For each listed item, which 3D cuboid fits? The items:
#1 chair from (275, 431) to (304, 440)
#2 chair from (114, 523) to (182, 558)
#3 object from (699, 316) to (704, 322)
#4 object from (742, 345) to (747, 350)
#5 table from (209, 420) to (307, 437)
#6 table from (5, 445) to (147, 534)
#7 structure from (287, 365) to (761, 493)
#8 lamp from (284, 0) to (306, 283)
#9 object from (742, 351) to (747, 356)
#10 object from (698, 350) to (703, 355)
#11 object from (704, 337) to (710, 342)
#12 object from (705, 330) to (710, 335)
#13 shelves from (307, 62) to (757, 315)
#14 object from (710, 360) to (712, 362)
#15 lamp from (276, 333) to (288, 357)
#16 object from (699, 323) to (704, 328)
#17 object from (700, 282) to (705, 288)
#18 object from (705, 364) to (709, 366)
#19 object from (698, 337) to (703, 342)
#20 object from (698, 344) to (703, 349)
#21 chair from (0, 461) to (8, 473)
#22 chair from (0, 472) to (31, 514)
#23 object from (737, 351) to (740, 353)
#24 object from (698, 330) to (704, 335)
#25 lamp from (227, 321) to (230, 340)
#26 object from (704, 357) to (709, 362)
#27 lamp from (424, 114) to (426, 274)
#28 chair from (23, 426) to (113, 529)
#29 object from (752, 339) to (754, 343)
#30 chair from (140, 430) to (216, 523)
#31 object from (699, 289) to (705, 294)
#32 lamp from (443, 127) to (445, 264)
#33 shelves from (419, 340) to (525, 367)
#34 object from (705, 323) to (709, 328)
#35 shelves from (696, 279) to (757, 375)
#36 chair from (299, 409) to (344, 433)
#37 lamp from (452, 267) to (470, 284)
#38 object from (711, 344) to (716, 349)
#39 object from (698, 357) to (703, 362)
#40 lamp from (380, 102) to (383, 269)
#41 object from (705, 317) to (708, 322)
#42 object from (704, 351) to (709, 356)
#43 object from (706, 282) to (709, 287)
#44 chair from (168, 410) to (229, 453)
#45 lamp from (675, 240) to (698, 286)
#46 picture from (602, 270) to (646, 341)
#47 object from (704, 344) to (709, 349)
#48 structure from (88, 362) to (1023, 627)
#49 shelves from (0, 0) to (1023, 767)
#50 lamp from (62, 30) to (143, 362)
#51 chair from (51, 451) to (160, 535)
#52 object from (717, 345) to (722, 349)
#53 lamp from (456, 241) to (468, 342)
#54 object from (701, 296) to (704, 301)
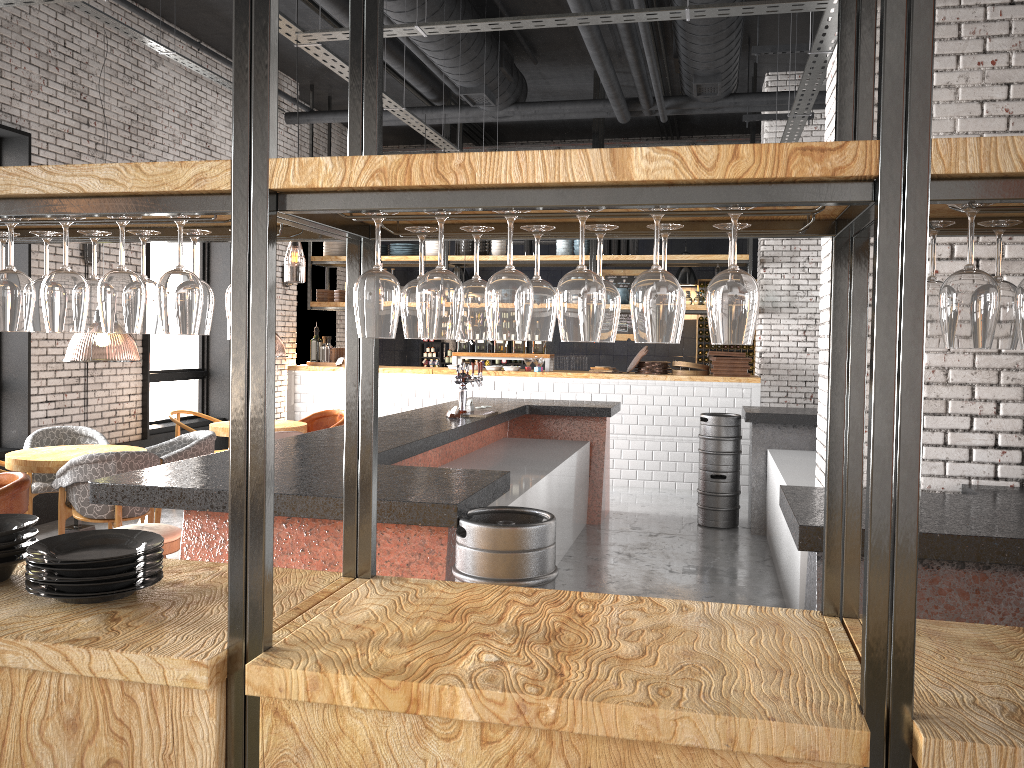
[{"bbox_3d":[-2.208,0.825,8.250,0.771,0.850,0.803,0,2,-28],"label":"chair"},{"bbox_3d":[-1.675,1.051,3.996,0.480,0.805,0.439,0,2,-28],"label":"chair"},{"bbox_3d":[2.927,-1.005,13.709,0.079,0.079,0.284,2,3,13],"label":"object"},{"bbox_3d":[3.561,-0.566,13.561,0.079,0.079,0.281,2,3,13],"label":"object"},{"bbox_3d":[-2.521,0.802,8.823,0.932,0.809,0.933,-1,3,-35],"label":"table"},{"bbox_3d":[-3.186,0.904,6.509,0.932,0.809,0.933,0,3,-30],"label":"table"},{"bbox_3d":[0.128,0.488,11.366,5.801,1.345,1.512,2,2,13],"label":"structure"},{"bbox_3d":[-1.102,-1.320,4.531,0.108,1.598,0.108,3,2,45],"label":"lamp"},{"bbox_3d":[3.567,-0.463,13.601,0.079,0.079,0.281,2,3,13],"label":"object"},{"bbox_3d":[2.917,-0.480,13.723,0.079,0.079,0.281,2,3,13],"label":"object"},{"bbox_3d":[3.015,-0.688,13.706,0.079,0.079,0.284,2,3,13],"label":"object"},{"bbox_3d":[3.022,-0.794,13.723,0.079,0.079,0.284,2,3,13],"label":"object"},{"bbox_3d":[0.152,-2.455,11.363,5.677,3.065,0.598,2,2,13],"label":"shelves"},{"bbox_3d":[3.101,-0.370,13.694,0.079,0.079,0.281,2,3,13],"label":"object"},{"bbox_3d":[-2.467,-1.471,8.729,0.536,2.404,0.537,0,2,-35],"label":"lamp"},{"bbox_3d":[2.931,-0.901,13.737,0.079,0.079,0.284,2,3,13],"label":"object"},{"bbox_3d":[2.934,-1.530,13.684,0.079,0.079,0.284,2,3,13],"label":"object"},{"bbox_3d":[3.007,-0.268,13.717,0.079,0.079,0.281,2,3,13],"label":"object"},{"bbox_3d":[2.918,-0.690,13.704,0.079,0.079,0.284,2,3,13],"label":"object"},{"bbox_3d":[2.924,-0.586,13.744,0.079,0.079,0.281,2,3,13],"label":"object"},{"bbox_3d":[-3.876,0.862,6.208,0.644,0.928,0.681,0,2,-33],"label":"chair"},{"bbox_3d":[-2.846,0.955,4.699,0.644,0.928,0.681,-1,3,-40],"label":"chair"},{"bbox_3d":[3.476,-0.466,13.627,0.079,0.079,0.281,2,3,13],"label":"object"},{"bbox_3d":[2.925,-0.796,13.724,0.079,0.079,0.284,2,3,13],"label":"object"},{"bbox_3d":[-1.227,-0.998,4.013,0.108,1.598,0.108,3,2,45],"label":"lamp"},{"bbox_3d":[3.014,-0.374,13.734,0.079,0.079,0.281,2,3,13],"label":"object"},{"bbox_3d":[-0.631,-1.133,6.373,0.108,1.598,0.108,1,2,-6],"label":"lamp"},{"bbox_3d":[-3.575,0.821,7.162,0.681,0.928,0.644,0,2,-33],"label":"chair"},{"bbox_3d":[3.656,-0.669,13.542,0.079,0.079,0.284,2,3,13],"label":"object"},{"bbox_3d":[-2.619,0.845,7.017,0.644,0.928,0.681,0,2,-33],"label":"chair"},{"bbox_3d":[2.940,-1.426,13.721,0.079,0.079,0.284,2,3,13],"label":"object"},{"bbox_3d":[-0.541,-1.333,7.018,0.108,1.598,0.108,3,2,45],"label":"lamp"},{"bbox_3d":[-0.659,-0.758,14.653,1.761,1.481,0.157,2,2,13],"label":"shelves"},{"bbox_3d":[3.019,-0.898,13.700,0.079,0.079,0.284,2,3,13],"label":"object"},{"bbox_3d":[3.303,-0.535,13.712,0.889,2.147,0.251,1,2,13],"label":"shelves"},{"bbox_3d":[-1.957,0.743,9.321,0.681,0.928,0.644,2,2,35],"label":"chair"},{"bbox_3d":[-0.859,-2.104,14.541,0.390,0.936,0.390,2,2,15],"label":"lamp"},{"bbox_3d":[3.105,-0.580,13.688,0.079,0.079,0.281,2,3,13],"label":"object"},{"bbox_3d":[2.917,-0.376,13.735,0.079,0.079,0.281,2,3,13],"label":"object"},{"bbox_3d":[-0.840,-1.273,5.701,0.108,1.598,0.108,3,2,45],"label":"lamp"},{"bbox_3d":[3.016,-1.002,13.675,0.079,0.079,0.284,2,3,13],"label":"object"},{"bbox_3d":[3.006,-0.477,13.689,0.079,0.079,0.281,2,3,13],"label":"object"},{"bbox_3d":[3.034,-1.529,13.698,0.079,0.079,0.284,2,3,13],"label":"object"},{"bbox_3d":[-3.234,0.736,9.077,0.644,0.920,0.613,2,2,20],"label":"chair"},{"bbox_3d":[2.689,-1.999,13.705,0.390,0.936,0.390,2,2,15],"label":"lamp"},{"bbox_3d":[1.882,-1.263,14.238,0.980,1.141,0.021,2,2,13],"label":"picture"},{"bbox_3d":[3.009,-0.582,13.690,0.079,0.079,0.281,2,3,13],"label":"object"},{"bbox_3d":[1.016,0.671,5.937,4.310,1.532,5.880,2,3,13],"label":"structure"},{"bbox_3d":[0.141,-0.915,1.892,3.660,5.016,0.690,1,2,13],"label":"shelves"},{"bbox_3d":[-2.979,-1.369,6.469,0.536,2.404,0.537,0,2,-35],"label":"lamp"},{"bbox_3d":[-2.721,0.893,6.001,0.681,0.928,0.644,0,2,-33],"label":"chair"},{"bbox_3d":[3.202,-0.579,13.686,0.079,0.079,0.281,2,3,13],"label":"object"},{"bbox_3d":[-0.414,-1.160,7.598,0.108,1.598,0.108,3,2,45],"label":"lamp"},{"bbox_3d":[2.939,-1.322,13.728,0.079,0.079,0.284,2,3,13],"label":"object"}]
